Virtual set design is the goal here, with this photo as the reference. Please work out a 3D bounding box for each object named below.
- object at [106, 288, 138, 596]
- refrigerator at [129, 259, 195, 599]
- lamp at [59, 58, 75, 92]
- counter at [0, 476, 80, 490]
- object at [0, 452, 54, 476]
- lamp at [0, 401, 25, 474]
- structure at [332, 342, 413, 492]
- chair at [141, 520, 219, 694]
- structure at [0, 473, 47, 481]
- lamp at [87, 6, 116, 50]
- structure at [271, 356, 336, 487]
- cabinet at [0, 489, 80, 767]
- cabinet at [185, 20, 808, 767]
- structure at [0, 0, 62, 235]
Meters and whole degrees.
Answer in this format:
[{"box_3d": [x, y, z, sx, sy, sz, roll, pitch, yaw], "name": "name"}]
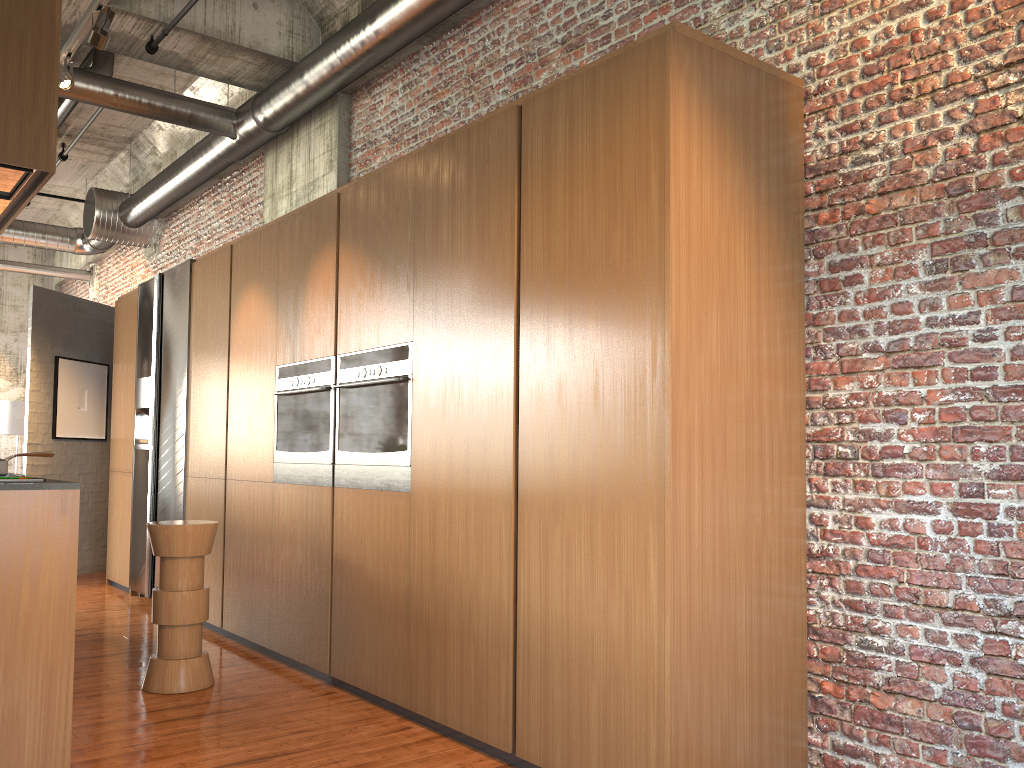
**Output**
[{"box_3d": [-3.612, 0.594, 9.252, 0.860, 3.040, 0.911, 3, -4, -38], "name": "object"}, {"box_3d": [-2.767, 0.536, 8.373, 1.212, 3.045, 1.519, 3, -4, -38], "name": "refrigerator"}, {"box_3d": [-2.770, -1.907, 5.463, 0.165, 0.251, 0.102, 0, -3, 7], "name": "lamp"}, {"box_3d": [-3.564, 0.572, 4.860, 1.246, 0.174, 4.367, 4, -6, -38], "name": "counter"}, {"box_3d": [-2.305, 0.358, 3.996, 0.331, 0.120, 0.731, 1, -5, -3], "name": "object"}, {"box_3d": [-8.424, 1.419, 15.064, 0.694, 2.239, 0.708, 1, -3, -16], "name": "lamp"}, {"box_3d": [-0.814, 0.195, 4.986, 0.079, 0.793, 0.860, 3, -4, -38], "name": "structure"}, {"box_3d": [-1.982, 1.313, 5.304, 0.411, 0.961, 0.410, 1, -3, -8], "name": "chair"}, {"box_3d": [-2.583, 0.415, 3.992, 0.679, 0.019, 1.098, 4, -6, -38], "name": "structure"}, {"box_3d": [-2.255, -1.946, 4.856, 0.102, 0.215, 0.226, 4, -5, -42], "name": "lamp"}, {"box_3d": [-1.371, 0.248, 5.691, 0.079, 0.793, 0.860, 3, -4, -38], "name": "structure"}, {"box_3d": [-3.571, 1.131, 4.833, 1.246, 1.241, 4.365, 4, -5, -38], "name": "cabinet"}, {"box_3d": [-0.737, 0.323, 5.615, 0.860, 3.039, 5.348, 3, -5, -38], "name": "cabinet"}, {"box_3d": [-2.602, -1.385, 4.041, 0.664, 1.124, 1.630, 3, -5, -38], "name": "structure"}]
